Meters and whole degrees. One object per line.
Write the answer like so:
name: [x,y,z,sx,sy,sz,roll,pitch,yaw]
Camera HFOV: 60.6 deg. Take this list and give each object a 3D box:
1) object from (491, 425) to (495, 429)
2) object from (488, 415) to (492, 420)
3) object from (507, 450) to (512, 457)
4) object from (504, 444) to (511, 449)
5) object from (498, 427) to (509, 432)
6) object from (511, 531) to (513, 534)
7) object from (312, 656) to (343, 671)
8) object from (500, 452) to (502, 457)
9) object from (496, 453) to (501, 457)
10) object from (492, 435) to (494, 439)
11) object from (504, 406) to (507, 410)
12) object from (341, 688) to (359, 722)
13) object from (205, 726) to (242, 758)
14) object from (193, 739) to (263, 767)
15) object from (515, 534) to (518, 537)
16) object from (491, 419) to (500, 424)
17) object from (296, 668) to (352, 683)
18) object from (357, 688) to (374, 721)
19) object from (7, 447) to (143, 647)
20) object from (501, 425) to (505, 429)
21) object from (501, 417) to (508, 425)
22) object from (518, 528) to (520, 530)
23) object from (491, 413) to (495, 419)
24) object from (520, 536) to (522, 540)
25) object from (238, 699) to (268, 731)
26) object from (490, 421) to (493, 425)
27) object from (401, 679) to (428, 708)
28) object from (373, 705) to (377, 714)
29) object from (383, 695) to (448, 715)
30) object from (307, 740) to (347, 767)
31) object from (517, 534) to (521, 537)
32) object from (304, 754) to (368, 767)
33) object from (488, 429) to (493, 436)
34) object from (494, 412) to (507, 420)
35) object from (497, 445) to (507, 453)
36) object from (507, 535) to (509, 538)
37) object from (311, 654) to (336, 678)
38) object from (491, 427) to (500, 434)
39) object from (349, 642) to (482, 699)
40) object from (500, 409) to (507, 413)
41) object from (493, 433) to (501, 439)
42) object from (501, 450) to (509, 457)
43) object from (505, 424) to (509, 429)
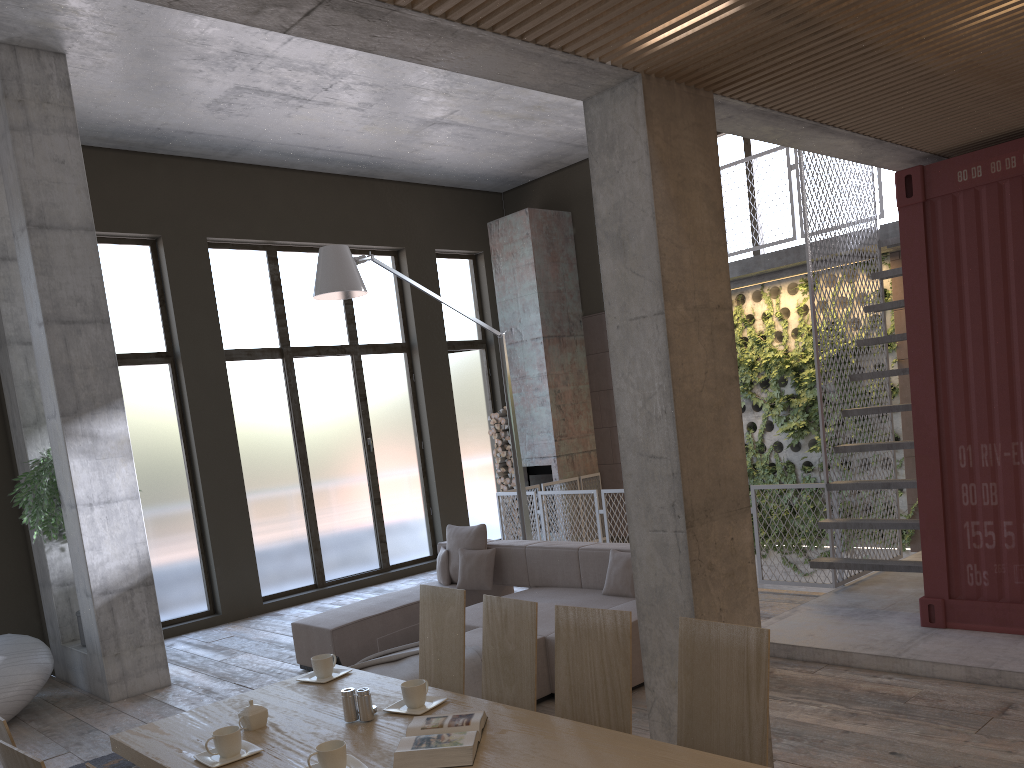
object: [-0.130,0.607,12.566,0.420,0.087,0.066,-5,1,-45]
object: [-0.172,0.468,12.556,0.418,0.070,0.067,-5,0,-43]
object: [0.128,0.960,12.446,0.450,0.090,0.091,-5,0,-43]
object: [0.048,0.888,12.535,0.358,0.087,0.101,-5,0,-43]
object: [-0.008,0.636,12.459,0.430,0.080,0.115,-5,-1,-43]
object: [0.108,2.112,12.658,0.328,0.057,0.089,-5,-1,-43]
object: [-1.101,1.710,5.242,0.304,0.171,0.294,-7,0,35]
object: [0.009,0.990,12.553,0.417,0.068,0.067,-5,0,-43]
object: [-0.046,0.997,12.613,0.417,0.068,0.067,-5,0,-43]
object: [-0.111,0.737,12.558,0.417,0.068,0.067,-5,0,-43]
object: [0.031,0.330,12.381,0.328,0.056,0.088,-5,-1,-43]
object: [-0.587,1.160,3.172,0.052,0.113,0.052,-7,5,2]
object: [-0.966,1.218,2.965,0.093,0.089,0.115,-6,1,12]
object: [-0.963,1.258,2.977,0.183,0.014,0.186,-5,-3,-39]
object: [0.173,2.143,12.635,0.355,0.075,0.064,-5,1,-44]
object: [-0.100,0.516,12.476,0.430,0.080,0.113,-5,-1,-43]
object: [-0.818,1.273,3.824,0.186,0.014,0.183,-8,-3,34]
object: [-0.529,1.154,3.160,0.052,0.111,0.052,-7,5,2]
object: [-3.813,1.376,7.679,1.003,1.885,0.953,-6,5,13]
object: [0.021,0.590,12.398,0.417,0.067,0.067,-5,0,-43]
object: [0.033,0.507,12.356,0.432,0.094,0.094,-5,0,-43]
object: [0.252,2.051,12.563,0.418,0.072,0.067,-5,0,-43]
object: [-0.110,0.444,12.527,0.450,0.091,0.091,-5,0,-44]
object: [0.278,2.181,12.545,0.420,0.086,0.067,-5,1,-45]
object: [-0.958,1.221,3.242,0.089,0.113,0.121,-4,3,39]
object: [-0.139,0.535,12.576,0.359,0.069,0.123,-5,-1,-41]
object: [-0.362,1.154,3.270,0.093,0.089,0.116,-7,1,1]
object: [-0.522,1.201,3.229,0.051,0.019,0.050,-8,-1,30]
object: [-0.357,1.196,3.261,0.186,0.014,0.183,-8,-3,34]
object: [-0.559,1.159,2.698,0.094,0.089,0.115,-6,1,21]
object: [0.237,2.119,12.556,0.359,0.068,0.122,-5,-1,-41]
object: [-0.555,1.199,2.711,0.183,0.014,0.186,-6,-2,-30]
object: [-0.151,0.678,12.581,0.432,0.093,0.092,-5,0,-43]
object: [-0.109,0.446,12.404,0.288,0.104,0.104,-6,1,-43]
object: [-0.021,0.914,12.576,0.432,0.094,0.093,-5,0,-43]
object: [0.058,2.188,12.748,0.289,0.104,0.101,-6,1,-41]
object: [-0.823,1.232,3.833,0.093,0.089,0.116,-7,1,1]
object: [-0.098,0.644,12.512,0.450,0.090,0.091,-5,0,-43]
object: [-0.936,1.965,5.374,1.584,0.508,1.046,-6,-1,-24]
object: [-0.025,0.376,12.413,0.355,0.074,0.065,-5,1,-44]
object: [-0.062,0.718,12.500,0.474,0.084,0.094,-5,0,-43]
object: [0.057,0.972,12.495,0.474,0.084,0.094,-5,0,-43]
object: [0.075,0.581,12.339,0.417,0.068,0.066,-5,0,-43]
